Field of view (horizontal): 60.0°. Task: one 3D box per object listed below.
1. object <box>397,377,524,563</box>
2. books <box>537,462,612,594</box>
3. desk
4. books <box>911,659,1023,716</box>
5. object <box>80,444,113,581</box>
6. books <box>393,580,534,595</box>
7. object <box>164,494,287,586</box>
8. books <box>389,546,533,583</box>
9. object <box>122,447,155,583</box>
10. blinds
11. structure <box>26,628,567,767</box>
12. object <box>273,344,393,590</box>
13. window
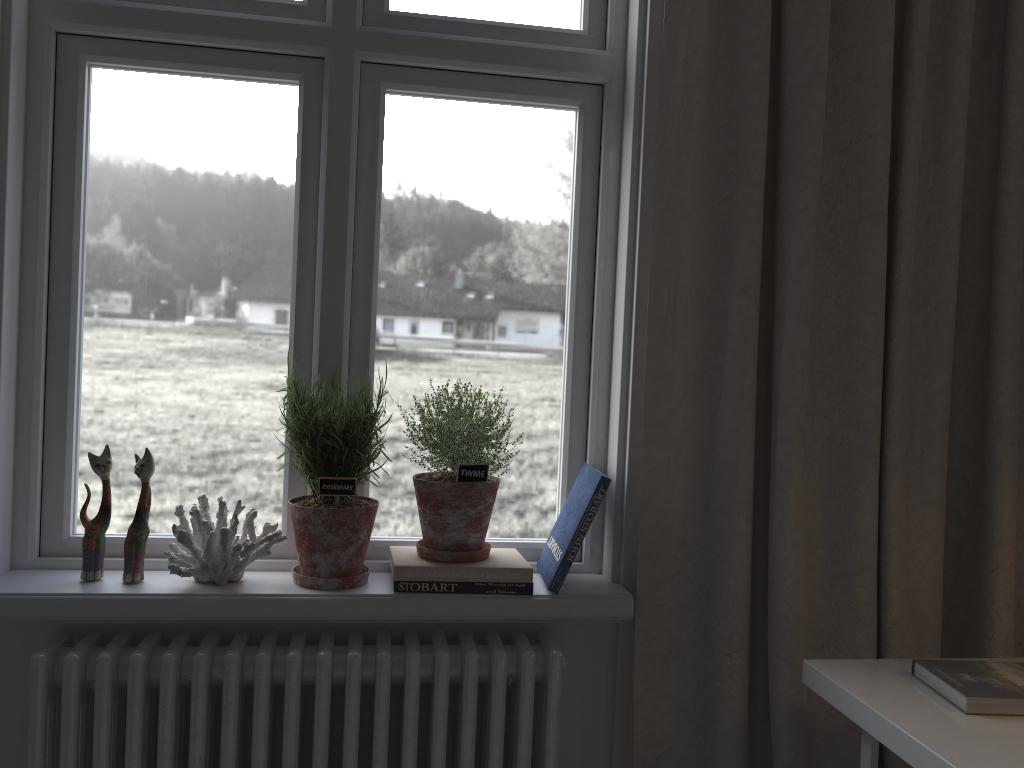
[{"bbox_3d":[-0.087,0.147,1.561,0.220,0.318,0.210,3,2,29],"label":"object"},{"bbox_3d":[0.108,0.254,1.600,0.101,0.211,0.175,2,1,-6],"label":"books"},{"bbox_3d":[0.834,0.845,0.889,0.641,0.776,1.163,2,1,-9],"label":"desk"},{"bbox_3d":[0.703,0.428,1.254,0.207,0.024,0.149,3,1,-2],"label":"books"},{"bbox_3d":[-0.698,0.212,1.489,0.045,0.224,0.052,2,2,-33],"label":"object"},{"bbox_3d":[-0.092,0.342,1.575,0.245,0.022,0.156,2,1,-5],"label":"books"},{"bbox_3d":[-0.491,0.267,1.496,0.212,0.149,0.186,3,1,0],"label":"object"},{"bbox_3d":[-0.095,0.318,1.568,0.246,0.025,0.157,2,1,-7],"label":"books"},{"bbox_3d":[-0.618,0.216,1.481,0.045,0.224,0.052,3,2,32],"label":"object"},{"bbox_3d":[0.657,-0.134,1.516,0.831,2.680,0.225,2,1,-9],"label":"blinds"},{"bbox_3d":[-0.354,0.725,1.521,0.935,0.600,0.216,2,1,-9],"label":"structure"},{"bbox_3d":[-0.310,0.138,1.528,0.183,0.410,0.199,4,2,42],"label":"object"},{"bbox_3d":[-0.317,-0.417,1.629,1.047,1.536,0.079,2,1,-9],"label":"window"}]
